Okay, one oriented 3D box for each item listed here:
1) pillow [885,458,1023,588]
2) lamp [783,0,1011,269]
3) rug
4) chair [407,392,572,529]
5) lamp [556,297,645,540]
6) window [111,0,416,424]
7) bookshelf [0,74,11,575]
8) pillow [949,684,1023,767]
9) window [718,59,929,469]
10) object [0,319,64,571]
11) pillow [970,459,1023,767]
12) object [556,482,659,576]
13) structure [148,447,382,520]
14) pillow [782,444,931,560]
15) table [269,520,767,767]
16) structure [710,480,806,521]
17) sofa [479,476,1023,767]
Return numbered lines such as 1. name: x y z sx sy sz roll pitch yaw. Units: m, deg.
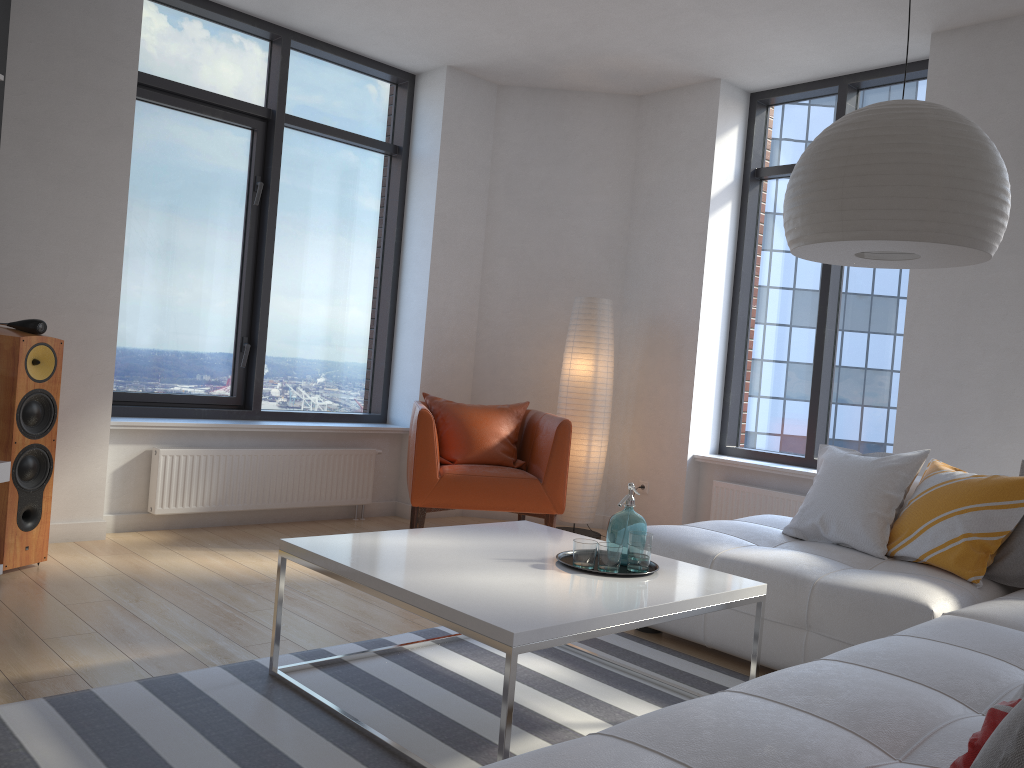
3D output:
1. pillow: 1.606 0.520 2.700 0.630 0.440 2.095 5 1 4
2. lamp: 2.349 -0.124 2.778 3.199 2.647 0.710 5 1 -7
3. rug: -0.095 0.992 2.551 2.326 0.016 1.662 4 1 -43
4. chair: -0.191 0.514 5.288 0.896 0.858 0.843 5 1 -11
5. lamp: 0.678 0.237 5.690 0.804 1.550 0.502 5 1 7
6. window: -1.528 -0.978 5.487 1.960 2.402 0.170 4 1 -43
7. bookshelf: -2.264 -0.209 2.100 0.455 2.052 3.000 5 1 2
8. pillow: 1.592 0.541 1.943 0.575 0.449 2.250 6 1 44
9. window: 1.978 -0.678 5.465 0.170 2.402 1.310 4 1 -43
10. object: -2.255 0.247 3.871 0.434 1.088 0.290 5 1 17
11. pillow: 1.298 0.483 2.118 0.647 0.453 2.953 6 1 35
12. object: 0.316 0.449 2.839 0.330 0.265 0.330 5 1 -19
13. structure: -1.414 0.611 5.294 1.474 0.460 0.110 4 1 -43
14. pillow: 1.581 0.494 3.018 0.580 0.456 2.156 5 1 -17
15. table: 0.011 0.774 2.796 1.091 0.435 1.091 4 1 -43
16. structure: 1.625 0.872 5.242 0.110 0.460 1.015 4 1 -43
17. sofa: 0.947 0.722 2.482 3.424 0.732 2.614 4 1 -43
